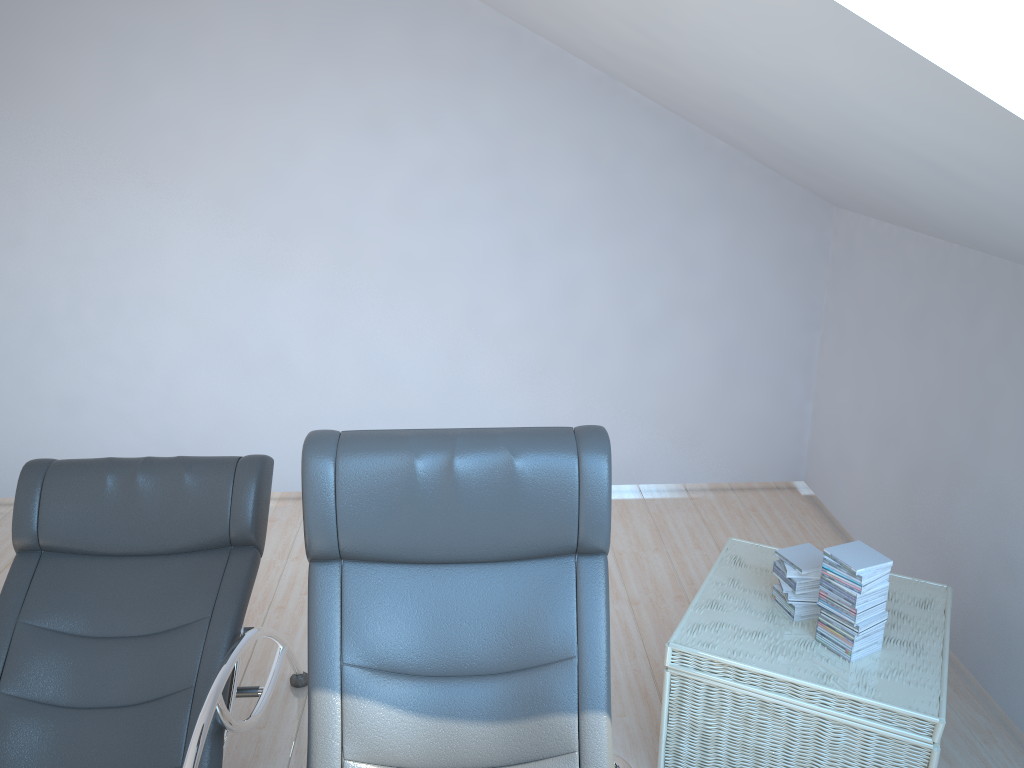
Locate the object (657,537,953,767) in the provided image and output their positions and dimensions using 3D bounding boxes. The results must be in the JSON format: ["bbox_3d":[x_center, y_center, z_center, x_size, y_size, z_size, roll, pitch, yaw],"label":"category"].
[{"bbox_3d":[0.941,0.947,2.810,0.745,0.518,0.744,9,20,26],"label":"object"}]

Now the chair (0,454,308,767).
[{"bbox_3d":[-1.094,0.952,2.080,0.836,0.953,2.114,-1,18,-3],"label":"chair"}]

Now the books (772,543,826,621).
[{"bbox_3d":[0.900,0.615,2.746,0.162,0.184,0.165,-1,18,-4],"label":"books"}]

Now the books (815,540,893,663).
[{"bbox_3d":[0.972,0.622,2.538,0.149,0.300,0.149,-11,21,-30],"label":"books"}]

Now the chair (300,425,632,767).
[{"bbox_3d":[-0.095,0.956,1.597,0.836,1.251,1.938,-1,18,-3],"label":"chair"}]
